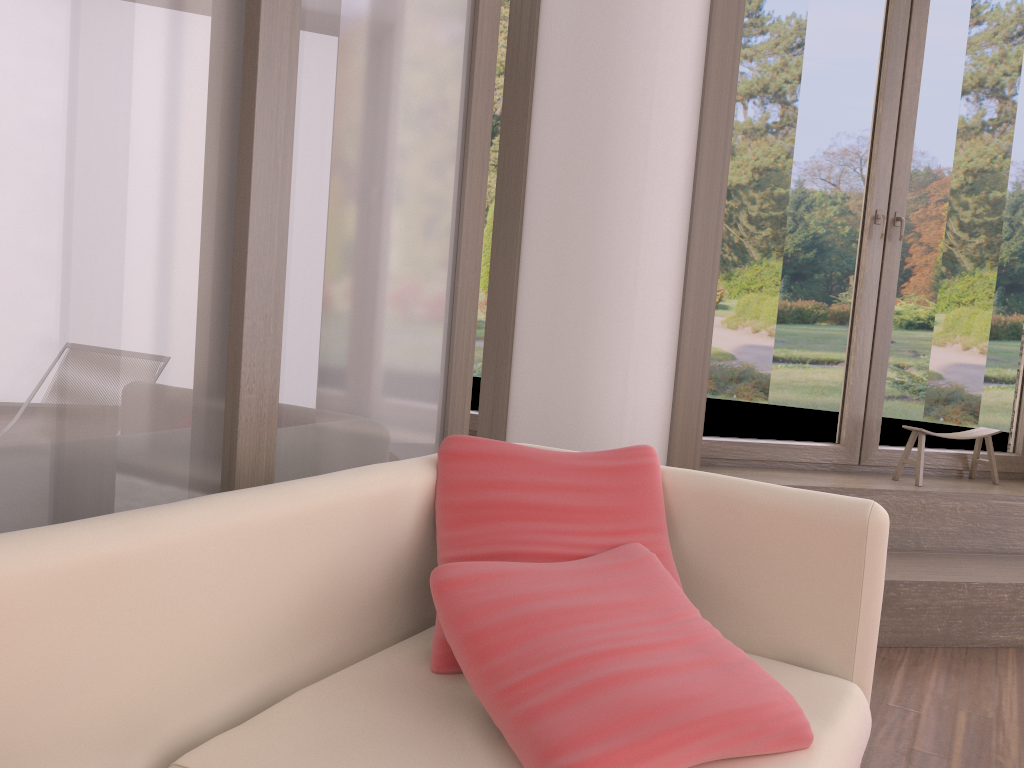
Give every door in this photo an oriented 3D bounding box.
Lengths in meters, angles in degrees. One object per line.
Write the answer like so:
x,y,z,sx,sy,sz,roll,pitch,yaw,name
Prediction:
-0.654,-0.966,4.173,1.750,2.221,0.117,7,6,29,door
1.587,-0.747,3.760,1.800,2.275,0.142,4,5,-11,door

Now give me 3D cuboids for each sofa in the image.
-0.198,0.589,1.026,0.919,0.751,2.204,7,6,29,sofa

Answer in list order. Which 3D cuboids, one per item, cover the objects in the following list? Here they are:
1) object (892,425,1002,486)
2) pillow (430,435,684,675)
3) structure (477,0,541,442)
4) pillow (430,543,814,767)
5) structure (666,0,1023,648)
1.857,0.301,3.764,0.499,0.233,0.136,2,5,-26,object
0.087,0.317,1.711,0.498,0.377,0.379,4,5,-11,pillow
-0.839,-0.775,3.917,2.039,2.881,0.808,7,6,29,structure
0.157,0.432,1.409,0.507,0.224,0.467,1,6,-33,pillow
1.639,-0.537,3.436,2.039,2.881,0.845,4,5,-11,structure
